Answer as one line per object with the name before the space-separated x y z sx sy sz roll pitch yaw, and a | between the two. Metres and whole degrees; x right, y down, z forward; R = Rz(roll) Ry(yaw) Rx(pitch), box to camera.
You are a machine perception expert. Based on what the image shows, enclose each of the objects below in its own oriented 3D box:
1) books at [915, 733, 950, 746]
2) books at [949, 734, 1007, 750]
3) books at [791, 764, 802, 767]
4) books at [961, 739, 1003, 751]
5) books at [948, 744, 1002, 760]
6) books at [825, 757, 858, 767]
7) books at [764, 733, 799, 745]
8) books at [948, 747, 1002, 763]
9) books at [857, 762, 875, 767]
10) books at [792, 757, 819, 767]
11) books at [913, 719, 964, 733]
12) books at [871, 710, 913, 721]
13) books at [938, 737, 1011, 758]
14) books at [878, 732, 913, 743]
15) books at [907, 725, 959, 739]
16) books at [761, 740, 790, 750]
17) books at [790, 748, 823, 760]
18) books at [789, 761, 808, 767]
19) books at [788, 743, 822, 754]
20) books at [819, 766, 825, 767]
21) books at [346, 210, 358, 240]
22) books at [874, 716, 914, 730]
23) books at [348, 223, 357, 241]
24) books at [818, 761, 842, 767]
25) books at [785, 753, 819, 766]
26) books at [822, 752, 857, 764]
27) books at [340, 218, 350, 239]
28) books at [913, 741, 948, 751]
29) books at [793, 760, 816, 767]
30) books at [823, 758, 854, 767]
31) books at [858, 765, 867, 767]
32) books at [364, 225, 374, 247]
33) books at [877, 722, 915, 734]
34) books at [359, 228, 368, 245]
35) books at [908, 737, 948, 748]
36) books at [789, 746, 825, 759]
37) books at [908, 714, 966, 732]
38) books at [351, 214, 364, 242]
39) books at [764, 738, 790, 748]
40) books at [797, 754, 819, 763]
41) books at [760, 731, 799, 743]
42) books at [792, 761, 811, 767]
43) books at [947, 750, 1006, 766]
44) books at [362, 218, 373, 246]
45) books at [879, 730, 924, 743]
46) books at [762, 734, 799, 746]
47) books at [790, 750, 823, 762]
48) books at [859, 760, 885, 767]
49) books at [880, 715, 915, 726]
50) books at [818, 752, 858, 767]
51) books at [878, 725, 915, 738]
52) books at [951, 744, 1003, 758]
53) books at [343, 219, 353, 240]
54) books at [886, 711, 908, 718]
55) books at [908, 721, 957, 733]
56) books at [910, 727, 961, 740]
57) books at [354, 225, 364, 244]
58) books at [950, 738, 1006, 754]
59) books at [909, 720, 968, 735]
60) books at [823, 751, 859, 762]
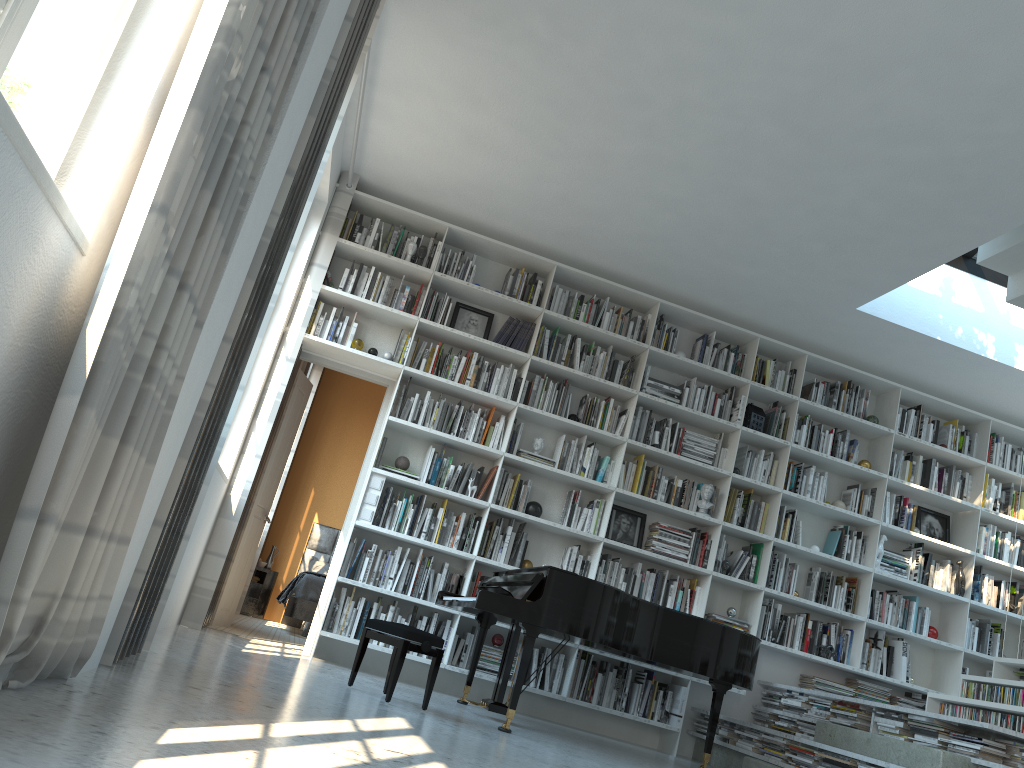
books | 2.327 1.953 4.840 0.155 0.028 0.190 18 -16 -8
books | 2.410 1.852 4.590 0.132 0.009 0.270 17 -16 -5
books | 1.701 2.182 4.995 0.148 0.008 0.237 19 -17 -10
books | 2.432 1.869 4.592 0.091 0.011 0.190 19 -17 -11
books | 2.390 1.900 4.575 0.152 0.015 0.208 19 -17 -12
books | 1.795 2.030 4.725 0.150 0.008 0.218 19 -17 -10
books | 1.647 2.136 5.319 0.174 0.011 0.228 19 -17 -10
books | 2.380 1.911 4.570 0.161 0.014 0.213 17 -16 -5
books | 1.867 1.940 4.440 0.139 0.013 0.289 17 -16 -4
books | 1.709 2.151 5.004 0.130 0.014 0.250 20 -17 -14
books | 2.337 1.876 4.860 0.170 0.008 0.209 17 -16 -6
books | 2.252 1.939 5.147 0.192 0.014 0.257 19 -17 -13
books | 2.382 1.877 4.578 0.185 0.014 0.298 19 -17 -10
books | 2.249 2.052 5.121 0.132 0.016 0.263 17 -16 -4
books | 2.325 1.907 4.850 0.187 0.009 0.251 18 -17 -9
books | 1.633 2.173 5.308 0.169 0.009 0.242 19 -17 -13
books | 1.713 2.106 5.015 0.169 0.009 0.242 18 -17 -9
books | 1.688 2.169 4.995 0.161 0.008 0.255 17 -16 -4
books | 1.709 2.080 5.020 0.179 0.012 0.250 19 -17 -12
books | 1.767 2.073 4.709 0.177 0.011 0.220 18 -16 -7
books | -1.173 -1.096 6.424 0.014 0.285 0.175 18 -16 -9
books | 2.255 1.979 5.139 0.174 0.029 0.251 19 -17 -11
books | -1.167 -1.048 6.417 0.024 0.194 0.167 18 -16 -9
books | 1.773 2.057 4.714 0.160 0.025 0.244 20 -17 -14
books | 1.696 2.133 5.005 0.182 0.013 0.288 18 -16 -8
books | 1.799 2.009 4.731 0.157 0.007 0.269 18 -17 -9
books | -1.224 -1.078 6.427 0.024 0.227 0.130 18 -16 -9
books | 2.317 1.981 4.831 0.142 0.020 0.231 17 -16 -4
books | 1.713 2.164 5.002 0.132 0.009 0.270 18 -16 -8
books | 1.789 2.041 4.721 0.142 0.017 0.240 19 -17 -13
books | 1.864 1.959 4.435 0.141 0.028 0.223 20 -17 -14
books | -1.055 -1.023 6.453 0.024 0.226 0.158 18 -16 -9
books | 2.244 1.998 5.132 0.178 0.015 0.188 17 -16 -4
books | -1.096 -1.019 6.450 0.031 0.195 0.145 18 -16 -9
books | 2.317 1.967 4.834 0.154 0.007 0.293 17 -16 -6
books | 1.708 2.093 5.017 0.166 0.014 0.236 20 -17 -14
books | 2.327 1.858 4.861 0.189 0.022 0.238 17 -16 -4
books | -1.133 -1.076 6.426 0.025 0.268 0.177 18 -16 -9
books | 1.630 2.160 5.310 0.182 0.016 0.199 17 -16 -4
books | 1.720 2.128 5.012 0.140 0.013 0.181 18 -16 -8
books | 1.635 2.124 5.319 0.193 0.005 0.225 19 -17 -13
books | 1.710 2.170 5.000 0.129 0.005 0.297 18 -16 -7
books | 2.392 1.926 4.569 0.144 0.009 0.250 18 -17 -9
books | -1.062 -1.055 6.449 0.010 0.280 0.161 18 -16 -9
books | 2.261 2.042 5.127 0.136 0.013 0.258 18 -17 -9
books | 1.641 2.148 5.315 0.171 0.015 0.253 19 -17 -12
books | 1.715 2.115 5.013 0.155 0.009 0.298 18 -16 -8
books | 1.870 1.927 4.443 0.157 0.014 0.216 18 -16 -7
books | 2.270 1.961 5.147 0.145 0.017 0.209 20 -17 -14
books | 1.783 2.015 4.726 0.170 0.014 0.281 19 -17 -12
books | 2.250 2.019 5.129 0.167 0.024 0.192 18 -16 -8
books | 2.399 1.892 4.579 0.134 0.006 0.227 17 -16 -5
books | -1.200 -1.071 6.421 0.023 0.222 0.151 18 -16 -9
books | 2.284 1.936 5.156 0.134 0.014 0.182 17 -16 -4
books | 2.331 1.892 4.855 0.168 0.013 0.282 19 -17 -12
books | 2.325 1.924 4.846 0.177 0.026 0.231 18 -17 -9
books | -1.119 -1.029 6.420 0.028 0.186 0.182 18 -16 -9
books | 2.408 1.873 4.585 0.137 0.012 0.243 18 -16 -8
books | 2.335 1.883 4.858 0.171 0.007 0.261 19 -17 -11
books | 1.797 2.001 4.732 0.160 0.008 0.239 18 -16 -8
